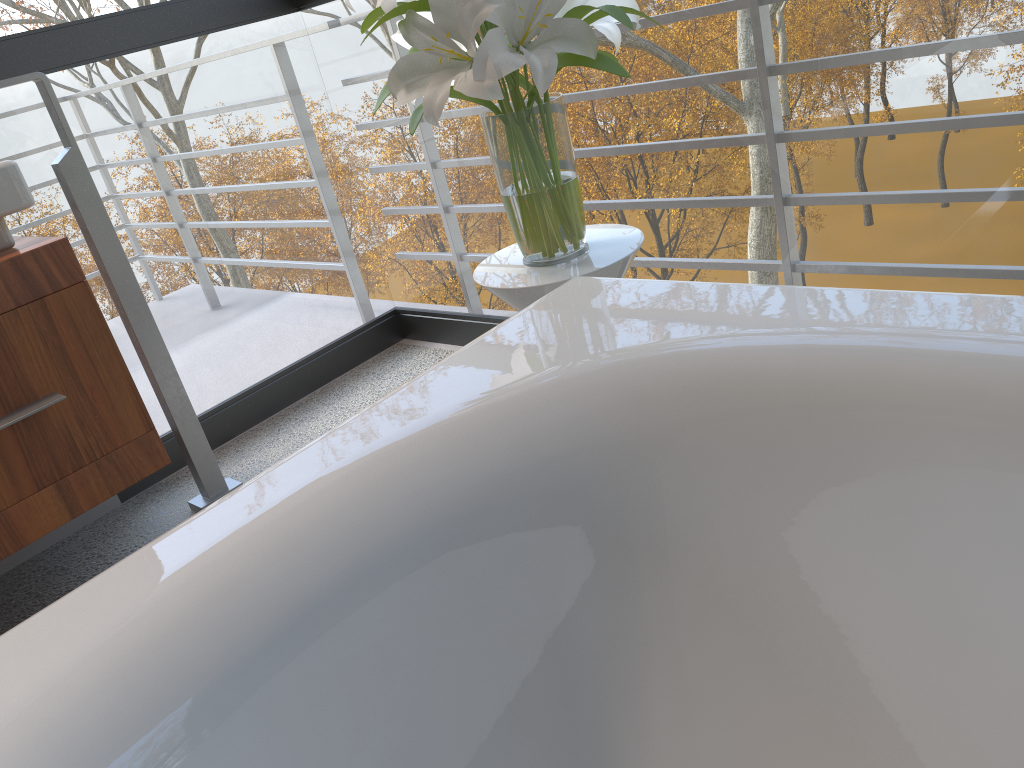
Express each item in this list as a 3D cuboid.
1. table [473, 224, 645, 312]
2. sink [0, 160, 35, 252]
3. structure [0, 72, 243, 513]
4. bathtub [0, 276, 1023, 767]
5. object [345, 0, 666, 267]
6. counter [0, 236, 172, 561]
[{"bbox_3d":[0.137,-0.018,1.653,0.307,0.477,0.309,-1,27,29],"label":"table"},{"bbox_3d":[-1.250,-0.239,1.479,0.352,0.265,0.752,9,33,43],"label":"sink"},{"bbox_3d":[-0.875,-0.117,1.845,0.069,0.985,0.304,9,33,43],"label":"structure"},{"bbox_3d":[0.426,0.473,0.369,1.959,0.502,1.331,9,34,43],"label":"bathtub"},{"bbox_3d":[-0.030,-0.579,1.406,0.460,0.793,0.451,-21,24,-13],"label":"object"},{"bbox_3d":[-1.454,0.444,1.302,0.525,0.702,1.853,9,33,43],"label":"counter"}]
